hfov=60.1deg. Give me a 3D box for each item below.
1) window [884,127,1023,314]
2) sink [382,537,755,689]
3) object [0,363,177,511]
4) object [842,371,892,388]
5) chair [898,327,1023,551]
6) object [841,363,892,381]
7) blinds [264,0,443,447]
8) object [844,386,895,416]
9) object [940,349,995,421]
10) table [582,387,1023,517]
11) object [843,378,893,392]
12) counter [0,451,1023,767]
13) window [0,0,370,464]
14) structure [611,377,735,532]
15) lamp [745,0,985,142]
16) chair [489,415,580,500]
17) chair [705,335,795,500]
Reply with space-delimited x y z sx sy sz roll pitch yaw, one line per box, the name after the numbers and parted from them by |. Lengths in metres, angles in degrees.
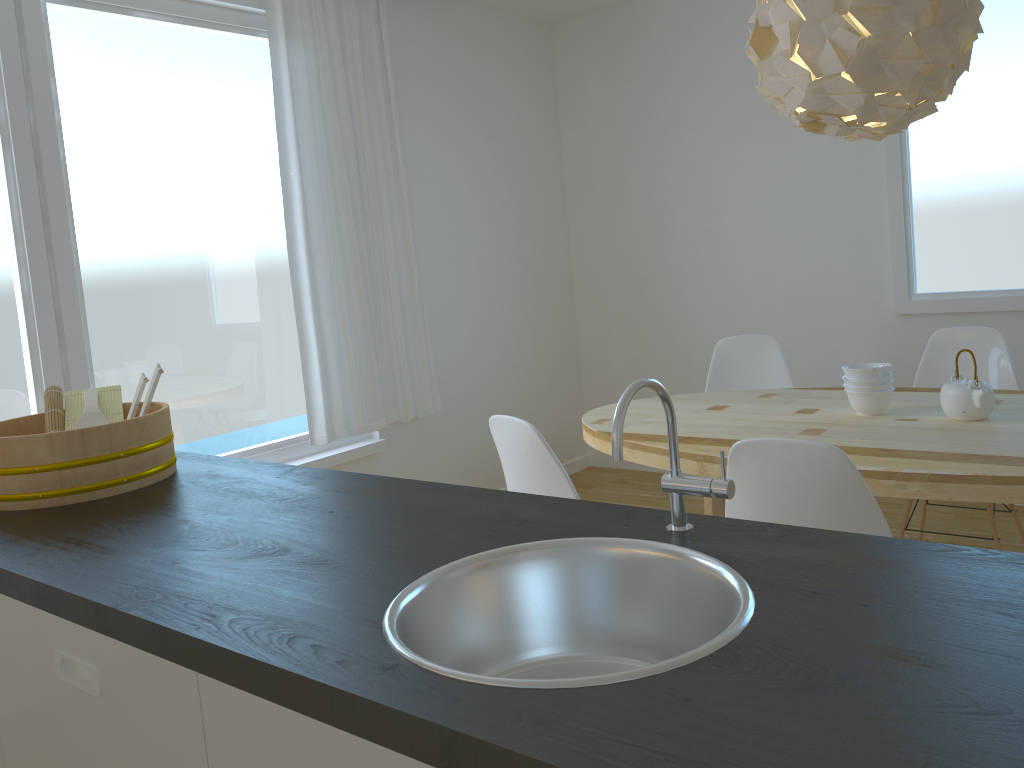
1.778 -0.663 2.693 1.879 2.042 2.566 0 8 39 | window
0.066 0.311 0.985 0.404 0.156 0.406 -6 8 -9 | sink
-0.909 0.099 1.839 0.379 0.213 0.431 -8 8 -22 | object
1.148 0.009 2.858 0.151 0.095 0.152 -10 8 -34 | object
1.678 0.261 3.336 0.429 0.897 0.526 -1 7 39 | chair
1.147 -0.019 2.859 0.152 0.086 0.152 -8 8 -22 | object
-0.688 -0.861 3.989 0.150 2.149 0.799 -2 6 39 | blinds
1.158 0.055 2.865 0.152 0.082 0.152 -7 7 -11 | object
1.361 0.001 2.658 0.147 0.210 0.178 -1 7 38 | object
1.208 0.471 2.767 2.189 0.721 1.201 1 9 37 | table
1.153 0.032 2.862 0.151 0.092 0.152 -7 7 -12 | object
-0.162 0.247 1.205 2.400 0.040 0.605 1 10 39 | counter
-1.641 -0.465 3.106 0.088 1.907 2.745 -2 8 39 | window
0.200 0.098 1.116 0.097 0.214 0.163 -1 7 39 | structure
1.003 -1.273 2.591 0.638 1.129 0.651 -1 7 38 | lamp
0.251 0.495 2.601 0.525 0.897 0.430 -8 6 -31 | chair
1.016 0.268 3.715 0.429 0.897 0.526 -4 6 14 | chair
